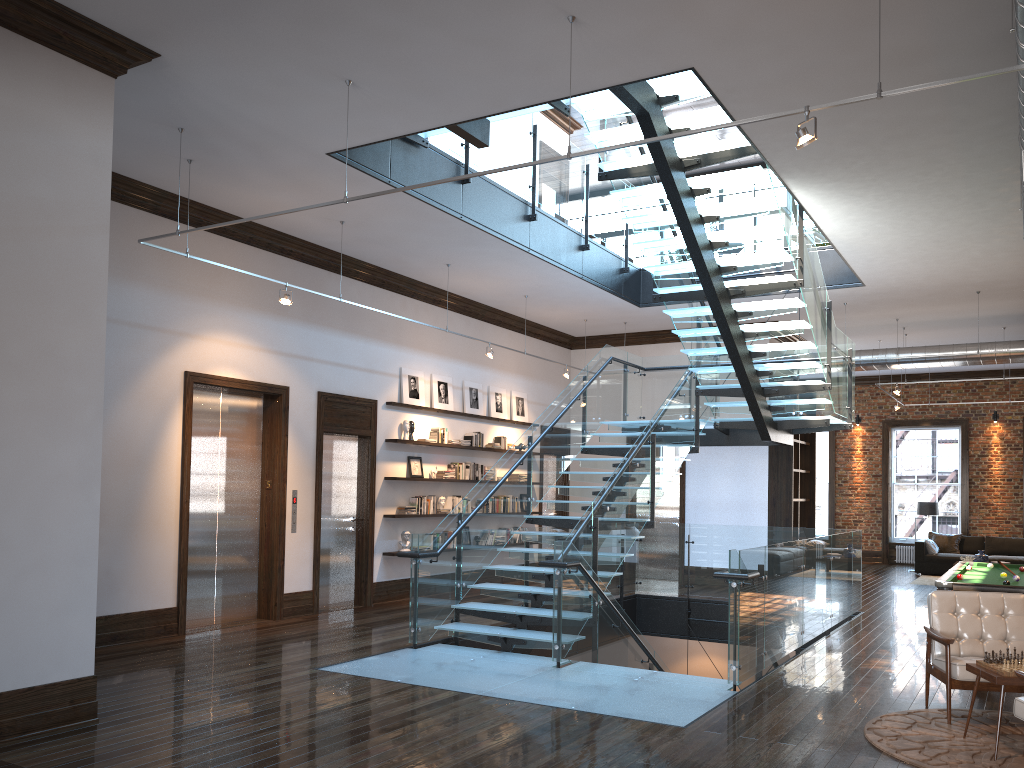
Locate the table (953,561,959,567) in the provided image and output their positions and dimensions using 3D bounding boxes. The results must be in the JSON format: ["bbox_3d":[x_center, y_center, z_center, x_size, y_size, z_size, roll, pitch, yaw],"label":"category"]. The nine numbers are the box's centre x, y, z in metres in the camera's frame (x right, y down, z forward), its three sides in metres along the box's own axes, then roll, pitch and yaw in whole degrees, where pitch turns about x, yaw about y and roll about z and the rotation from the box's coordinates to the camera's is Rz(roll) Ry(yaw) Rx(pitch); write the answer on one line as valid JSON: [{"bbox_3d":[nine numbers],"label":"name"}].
[{"bbox_3d":[8.709,3.490,16.317,1.001,0.344,1.006,-3,-7,30],"label":"table"}]

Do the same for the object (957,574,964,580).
[{"bbox_3d":[4.101,1.768,8.115,0.057,0.057,0.057,2,-5,-12],"label":"object"}]

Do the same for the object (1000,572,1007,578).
[{"bbox_3d":[4.651,1.811,8.388,0.057,0.057,0.057,3,-5,-22],"label":"object"}]

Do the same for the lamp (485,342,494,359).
[{"bbox_3d":[-0.310,-0.460,12.128,0.114,0.229,0.114,2,-3,-15],"label":"lamp"}]

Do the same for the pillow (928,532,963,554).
[{"bbox_3d":[8.918,3.283,18.331,0.701,0.438,0.306,-2,-5,31],"label":"pillow"}]

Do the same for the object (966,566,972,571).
[{"bbox_3d":[4.724,1.906,9.161,0.057,0.057,0.057,-1,-5,29],"label":"object"}]

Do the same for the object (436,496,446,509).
[{"bbox_3d":[-1.022,1.712,12.859,0.128,0.187,0.148,5,-5,-44],"label":"object"}]

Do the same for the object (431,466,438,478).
[{"bbox_3d":[-1.113,1.268,12.745,0.122,0.186,0.059,3,-3,-24],"label":"object"}]

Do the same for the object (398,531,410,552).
[{"bbox_3d":[-1.468,2.146,12.119,0.165,0.281,0.172,1,-3,-1],"label":"object"}]

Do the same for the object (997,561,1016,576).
[{"bbox_3d":[5.068,1.891,9.057,0.028,0.072,1.615,0,-7,23],"label":"object"}]

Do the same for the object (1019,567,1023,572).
[{"bbox_3d":[5.280,1.918,9.178,0.057,0.057,0.057,2,-5,-11],"label":"object"}]

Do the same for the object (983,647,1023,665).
[{"bbox_3d":[3.127,1.694,5.537,0.334,0.100,0.076,0,-4,6],"label":"object"}]

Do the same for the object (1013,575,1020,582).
[{"bbox_3d":[4.595,1.773,8.079,0.057,0.057,0.057,1,-4,1],"label":"object"}]

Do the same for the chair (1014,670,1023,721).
[{"bbox_3d":[3.172,1.720,4.625,0.768,0.862,0.745,2,-4,-9],"label":"chair"}]

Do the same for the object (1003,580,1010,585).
[{"bbox_3d":[4.228,1.706,7.581,0.057,0.057,0.057,-2,-5,35],"label":"object"}]

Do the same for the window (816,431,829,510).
[{"bbox_3d":[7.160,2.495,22.054,1.521,2.741,0.155,-1,-3,31],"label":"window"}]

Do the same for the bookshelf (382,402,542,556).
[{"bbox_3d":[-0.588,1.489,13.560,0.200,2.046,4.096,0,-6,31],"label":"bookshelf"}]

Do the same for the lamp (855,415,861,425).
[{"bbox_3d":[8.212,0.850,21.041,0.126,0.236,0.155,-1,-4,31],"label":"lamp"}]

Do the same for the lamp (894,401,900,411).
[{"bbox_3d":[7.938,0.434,18.256,0.113,0.229,0.114,2,-3,-19],"label":"lamp"}]

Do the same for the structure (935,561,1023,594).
[{"bbox_3d":[4.955,2.207,8.327,1.554,0.847,2.971,-2,-7,30],"label":"structure"}]

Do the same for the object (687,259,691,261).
[{"bbox_3d":[3.556,-2.084,18.611,0.812,1.857,0.803,2,-3,-11],"label":"object"}]

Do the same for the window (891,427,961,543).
[{"bbox_3d":[9.622,2.364,20.601,1.521,2.741,0.155,-1,-3,31],"label":"window"}]

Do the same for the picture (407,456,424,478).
[{"bbox_3d":[-1.345,1.164,12.398,0.077,0.298,0.301,0,-5,31],"label":"picture"}]

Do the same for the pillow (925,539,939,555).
[{"bbox_3d":[8.570,3.322,18.083,0.244,0.304,0.576,-1,-6,31],"label":"pillow"}]

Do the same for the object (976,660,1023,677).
[{"bbox_3d":[3.114,1.740,5.406,0.388,0.028,0.390,0,-7,6],"label":"object"}]

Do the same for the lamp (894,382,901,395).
[{"bbox_3d":[6.749,0.085,15.550,0.114,0.229,0.114,3,-4,-39],"label":"lamp"}]

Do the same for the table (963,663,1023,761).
[{"bbox_3d":[3.102,1.995,5.393,0.516,0.492,0.465,1,-4,6],"label":"table"}]

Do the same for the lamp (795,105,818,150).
[{"bbox_3d":[1.538,-1.333,4.628,0.113,0.229,0.114,0,-3,20],"label":"lamp"}]

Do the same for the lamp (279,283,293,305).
[{"bbox_3d":[-2.253,-0.894,8.836,0.114,0.229,0.114,1,-3,10],"label":"lamp"}]

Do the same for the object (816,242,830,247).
[{"bbox_3d":[5.882,-2.211,17.201,0.801,1.857,0.815,2,-3,-16],"label":"object"}]

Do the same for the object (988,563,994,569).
[{"bbox_3d":[5.161,1.963,9.563,0.058,0.057,0.057,-2,-5,31],"label":"object"}]

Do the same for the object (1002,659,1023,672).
[{"bbox_3d":[3.103,1.662,5.279,0.334,0.100,0.076,0,-4,6],"label":"object"}]

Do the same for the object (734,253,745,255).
[{"bbox_3d":[3.355,-2.106,13.946,0.540,0.766,0.522,1,-4,1],"label":"object"}]

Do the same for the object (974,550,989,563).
[{"bbox_3d":[8.624,3.189,16.300,0.215,0.250,0.216,3,-5,-26],"label":"object"}]

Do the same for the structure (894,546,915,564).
[{"bbox_3d":[9.450,3.924,20.304,1.302,0.394,0.216,-3,-5,30],"label":"structure"}]

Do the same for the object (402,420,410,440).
[{"bbox_3d":[-1.454,0.638,12.156,0.098,0.287,0.098,2,-3,-17],"label":"object"}]

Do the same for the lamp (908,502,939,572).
[{"bbox_3d":[8.531,3.189,18.451,0.420,1.460,0.689,2,-3,-30],"label":"lamp"}]

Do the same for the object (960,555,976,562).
[{"bbox_3d":[8.370,3.224,16.256,0.218,0.159,0.220,3,-5,-17],"label":"object"}]

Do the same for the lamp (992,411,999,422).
[{"bbox_3d":[10.679,0.719,19.586,0.126,0.236,0.155,-1,-4,31],"label":"lamp"}]

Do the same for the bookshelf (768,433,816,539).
[{"bbox_3d":[4.865,1.721,15.351,0.400,3.502,1.790,0,-3,31],"label":"bookshelf"}]

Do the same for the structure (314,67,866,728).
[{"bbox_3d":[1.546,0.972,9.724,3.577,14.435,7.073,0,-3,31],"label":"structure"}]

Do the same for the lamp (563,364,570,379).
[{"bbox_3d":[0.860,-0.198,14.111,0.113,0.229,0.114,2,-3,-14],"label":"lamp"}]
